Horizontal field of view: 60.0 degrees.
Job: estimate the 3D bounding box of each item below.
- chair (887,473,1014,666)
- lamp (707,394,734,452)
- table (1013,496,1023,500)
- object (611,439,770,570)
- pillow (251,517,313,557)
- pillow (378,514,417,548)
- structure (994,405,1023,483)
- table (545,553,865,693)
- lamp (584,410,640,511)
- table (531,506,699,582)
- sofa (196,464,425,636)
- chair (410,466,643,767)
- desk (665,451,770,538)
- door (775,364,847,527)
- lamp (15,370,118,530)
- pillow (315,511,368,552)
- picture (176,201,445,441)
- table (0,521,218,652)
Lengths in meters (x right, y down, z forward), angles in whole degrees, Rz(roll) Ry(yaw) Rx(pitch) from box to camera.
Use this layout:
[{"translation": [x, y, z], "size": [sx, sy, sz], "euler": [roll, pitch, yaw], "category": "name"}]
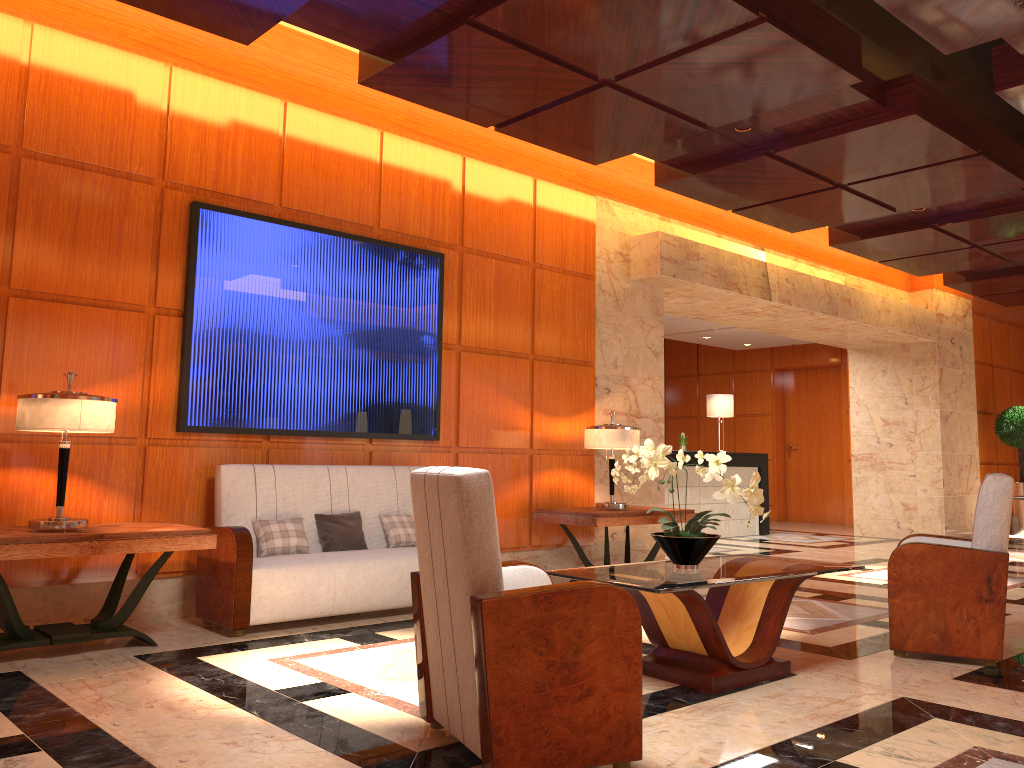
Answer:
[{"translation": [2.414, 0.968, 4.874], "size": [0.628, 0.965, 0.735], "euler": [-2, -7, 27], "category": "chair"}, {"translation": [2.970, 0.567, 12.633], "size": [0.372, 0.824, 0.371], "euler": [3, -7, -17], "category": "lamp"}, {"translation": [5.478, 1.382, 7.755], "size": [1.596, 0.748, 1.597], "euler": [6, -7, -42], "category": "table"}, {"translation": [0.838, 0.574, 4.272], "size": [0.788, 0.620, 0.416], "euler": [-2, -7, 25], "category": "object"}, {"translation": [-1.407, 0.935, 5.422], "size": [0.343, 0.228, 0.194], "euler": [5, -7, -37], "category": "pillow"}, {"translation": [-0.749, 1.001, 6.003], "size": [0.273, 0.231, 0.202], "euler": [6, -8, -39], "category": "pillow"}, {"translation": [7.811, 1.173, 13.587], "size": [0.721, 1.721, 0.719], "euler": [-2, -8, 26], "category": "structure"}, {"translation": [0.954, 1.135, 4.239], "size": [1.556, 0.498, 0.720], "euler": [5, -7, -39], "category": "table"}, {"translation": [0.818, 0.619, 7.238], "size": [0.458, 0.814, 0.457], "euler": [5, -8, -33], "category": "lamp"}, {"translation": [0.860, 1.338, 7.290], "size": [1.267, 0.609, 0.724], "euler": [6, -8, -42], "category": "table"}, {"translation": [-1.044, 0.994, 5.690], "size": [1.794, 0.937, 0.611], "euler": [6, -8, -41], "category": "sofa"}, {"translation": [0.004, 0.776, 3.111], "size": [0.628, 0.965, 0.735], "euler": [4, -7, -23], "category": "chair"}, {"translation": [2.258, 1.487, 11.982], "size": [2.919, 1.146, 0.939], "euler": [6, -8, -42], "category": "desk"}, {"translation": [5.193, 1.042, 15.249], "size": [0.339, 2.710, 1.283], "euler": [7, -9, -42], "category": "door"}, {"translation": [-2.260, 0.322, 4.477], "size": [0.458, 0.797, 0.456], "euler": [0, -7, 10], "category": "lamp"}, {"translation": [-1.104, 0.958, 5.733], "size": [0.160, 0.254, 0.357], "euler": [-5, -9, 44], "category": "pillow"}, {"translation": [-1.294, -0.361, 6.176], "size": [1.992, 1.459, 0.056], "euler": [6, -9, -42], "category": "picture"}, {"translation": [-2.268, 1.044, 4.483], "size": [1.267, 0.609, 0.724], "euler": [6, -8, -42], "category": "table"}]
